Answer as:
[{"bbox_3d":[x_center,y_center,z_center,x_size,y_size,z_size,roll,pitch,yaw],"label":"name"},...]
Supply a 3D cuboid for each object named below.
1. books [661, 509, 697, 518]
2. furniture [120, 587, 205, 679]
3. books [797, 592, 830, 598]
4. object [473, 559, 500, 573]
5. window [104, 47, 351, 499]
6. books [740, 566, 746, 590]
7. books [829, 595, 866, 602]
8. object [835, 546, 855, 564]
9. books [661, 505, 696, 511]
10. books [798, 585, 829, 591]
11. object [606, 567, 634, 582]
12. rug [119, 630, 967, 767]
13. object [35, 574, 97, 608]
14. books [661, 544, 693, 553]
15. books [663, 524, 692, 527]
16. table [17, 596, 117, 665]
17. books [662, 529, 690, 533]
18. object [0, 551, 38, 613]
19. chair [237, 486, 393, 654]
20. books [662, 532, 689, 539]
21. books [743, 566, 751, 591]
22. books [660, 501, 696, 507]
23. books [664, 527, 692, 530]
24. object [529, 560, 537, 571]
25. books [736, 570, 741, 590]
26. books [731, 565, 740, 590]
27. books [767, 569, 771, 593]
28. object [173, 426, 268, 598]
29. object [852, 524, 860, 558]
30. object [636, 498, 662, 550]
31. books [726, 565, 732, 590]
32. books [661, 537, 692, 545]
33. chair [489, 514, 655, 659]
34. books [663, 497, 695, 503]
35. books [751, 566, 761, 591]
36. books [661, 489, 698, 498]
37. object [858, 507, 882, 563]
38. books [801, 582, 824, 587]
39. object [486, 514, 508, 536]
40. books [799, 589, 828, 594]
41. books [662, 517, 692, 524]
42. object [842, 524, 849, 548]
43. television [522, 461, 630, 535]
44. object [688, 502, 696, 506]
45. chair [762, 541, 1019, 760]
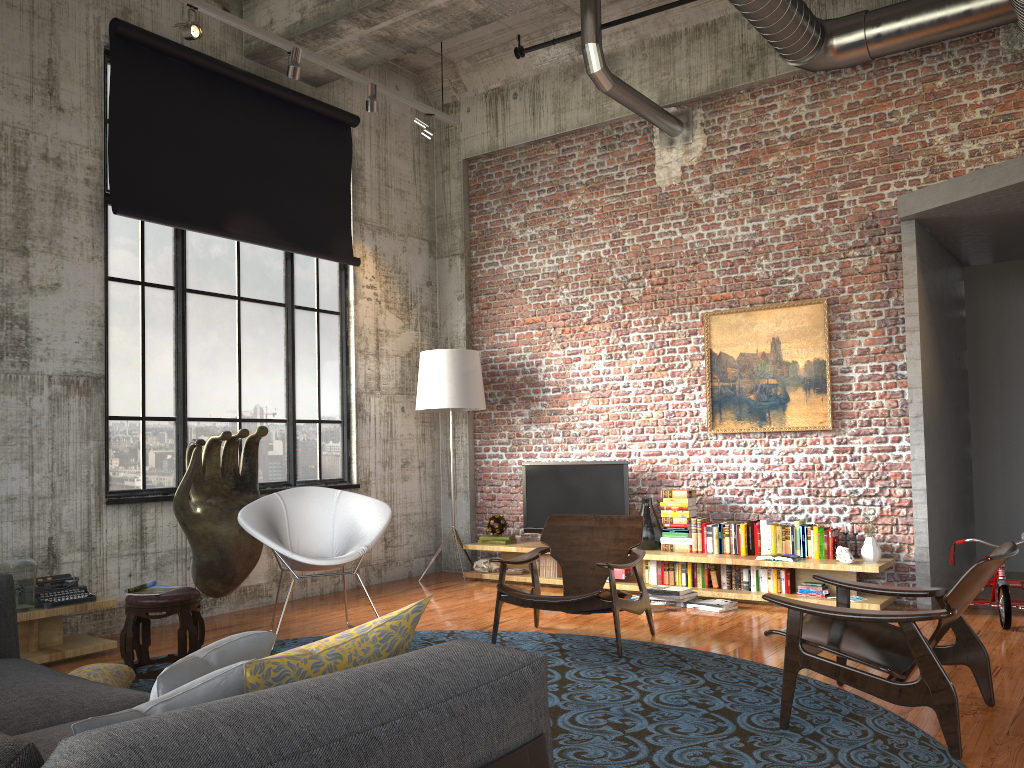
[{"bbox_3d":[1.455,1.124,7.715,0.259,0.060,0.180,-4,-5,35],"label":"books"},{"bbox_3d":[-2.078,1.467,5.286,0.432,0.476,0.432,-1,-3,-10],"label":"furniture"},{"bbox_3d":[2.340,1.627,6.875,0.215,0.026,0.149,-4,-5,35],"label":"books"},{"bbox_3d":[-0.232,1.771,8.649,0.274,0.133,0.183,-5,-5,44],"label":"object"},{"bbox_3d":[-2.317,-0.767,7.528,0.050,3.430,2.581,-3,-4,35],"label":"window"},{"bbox_3d":[1.902,1.589,7.247,0.028,0.181,0.120,-3,-3,35],"label":"books"},{"bbox_3d":[2.534,1.612,6.699,0.169,0.023,0.231,2,-5,-34],"label":"books"},{"bbox_3d":[2.530,1.299,6.722,0.123,0.123,0.252,-1,-4,-10],"label":"object"},{"bbox_3d":[1.450,1.077,7.716,0.254,0.034,0.183,-4,-5,35],"label":"books"},{"bbox_3d":[2.338,1.577,6.881,0.192,0.024,0.132,-5,-6,40],"label":"books"},{"bbox_3d":[0.770,1.672,7.948,0.600,0.173,0.244,-3,-4,27],"label":"object"},{"bbox_3d":[-0.636,1.565,3.840,4.845,0.009,4.855,-1,-4,-9],"label":"rug"},{"bbox_3d":[-2.908,1.323,5.673,0.382,0.153,0.424,-4,-5,35],"label":"object"},{"bbox_3d":[1.470,1.418,7.710,0.284,0.065,0.198,-4,-5,35],"label":"books"},{"bbox_3d":[1.453,1.223,7.706,0.223,0.026,0.161,-4,-5,35],"label":"books"},{"bbox_3d":[-3.013,1.572,5.545,0.475,0.358,0.876,-4,-5,35],"label":"table"},{"bbox_3d":[1.456,1.275,7.706,0.251,0.026,0.160,-4,-5,35],"label":"books"},{"bbox_3d":[-3.005,1.204,5.399,0.163,0.361,0.163,-3,-4,38],"label":"object"},{"bbox_3d":[-1.333,1.233,6.104,1.057,1.029,0.808,0,-3,-15],"label":"chair"},{"bbox_3d":[1.457,1.311,7.714,0.240,0.045,0.175,-4,-5,35],"label":"books"},{"bbox_3d":[1.930,1.584,7.225,0.043,0.185,0.129,-3,-4,35],"label":"books"},{"bbox_3d":[1.447,1.043,7.714,0.254,0.034,0.183,-4,-5,35],"label":"books"},{"bbox_3d":[1.456,1.249,7.708,0.223,0.027,0.161,-4,-5,35],"label":"books"},{"bbox_3d":[0.238,1.726,8.436,0.169,0.172,0.068,-4,-4,36],"label":"object"},{"bbox_3d":[1.869,1.603,7.255,0.036,0.156,0.108,-3,-4,35],"label":"books"},{"bbox_3d":[1.837,1.571,7.273,0.033,0.224,0.105,-3,-3,35],"label":"books"},{"bbox_3d":[2.089,1.578,7.114,0.028,0.174,0.127,-3,-4,35],"label":"books"},{"bbox_3d":[-2.187,0.964,6.601,0.728,1.294,0.456,1,-4,-43],"label":"object"},{"bbox_3d":[2.702,1.233,6.969,0.057,0.272,0.057,-1,-3,-5],"label":"object"},{"bbox_3d":[1.210,1.244,7.901,0.268,0.455,0.268,0,-3,-24],"label":"object"},{"bbox_3d":[1.814,1.593,7.305,0.043,0.186,0.143,-3,-4,35],"label":"books"},{"bbox_3d":[1.464,1.359,7.705,0.291,0.053,0.176,-4,-5,35],"label":"books"},{"bbox_3d":[0.410,1.293,5.832,0.875,0.792,1.044,-3,-4,25],"label":"chair"},{"bbox_3d":[1.459,1.008,7.721,0.231,0.037,0.168,-4,-5,35],"label":"books"},{"bbox_3d":[1.981,1.564,7.191,0.040,0.219,0.133,-3,-3,35],"label":"books"},{"bbox_3d":[1.459,0.957,7.730,0.260,0.065,0.198,-4,-5,35],"label":"books"},{"bbox_3d":[2.718,1.128,6.726,0.197,0.445,0.234,-2,-3,23],"label":"object"},{"bbox_3d":[2.339,1.555,6.879,0.154,0.019,0.108,-4,-5,35],"label":"books"},{"bbox_3d":[-0.148,1.389,8.724,0.215,0.207,0.216,-3,-4,24],"label":"object"},{"bbox_3d":[2.340,1.601,6.876,0.214,0.025,0.149,-3,-5,20],"label":"books"},{"bbox_3d":[1.455,1.182,7.712,0.246,0.057,0.171,-4,-5,35],"label":"books"},{"bbox_3d":[2.646,1.239,7.026,0.057,0.272,0.057,-1,-3,-5],"label":"object"},{"bbox_3d":[0.593,1.118,8.269,1.090,0.792,0.286,-3,-3,22],"label":"television"},{"bbox_3d":[1.446,1.043,7.714,0.249,0.031,0.178,-4,-5,35],"label":"object"},{"bbox_3d":[1.734,1.129,4.053,1.044,0.792,0.876,-4,-4,36],"label":"chair"}]
